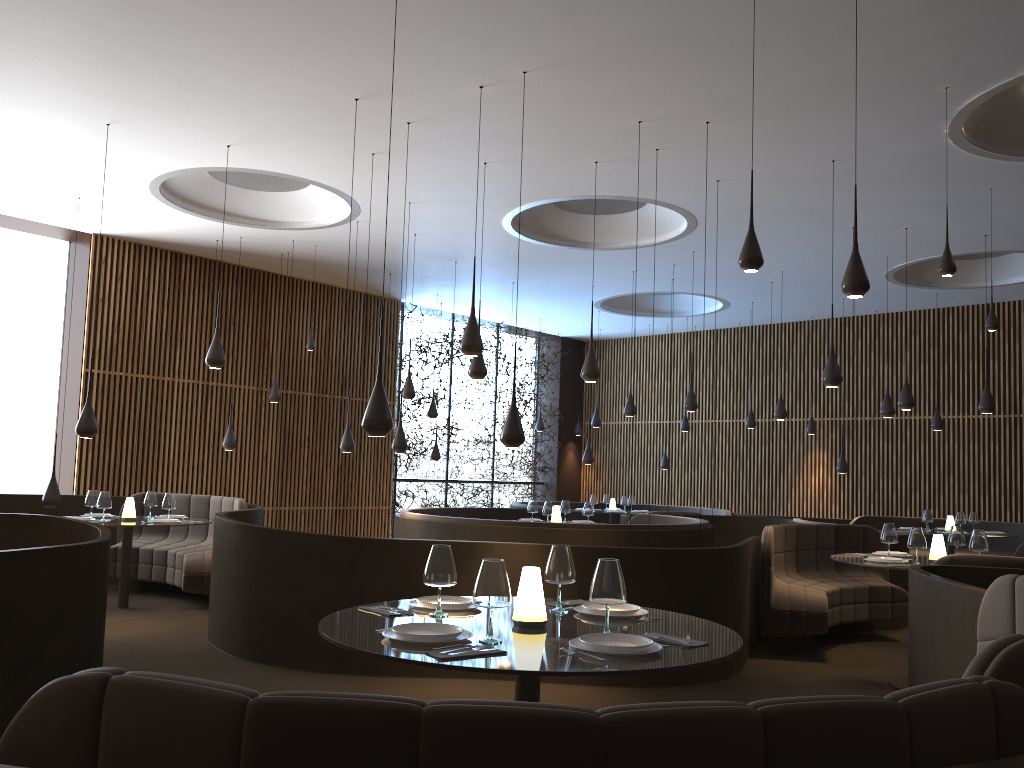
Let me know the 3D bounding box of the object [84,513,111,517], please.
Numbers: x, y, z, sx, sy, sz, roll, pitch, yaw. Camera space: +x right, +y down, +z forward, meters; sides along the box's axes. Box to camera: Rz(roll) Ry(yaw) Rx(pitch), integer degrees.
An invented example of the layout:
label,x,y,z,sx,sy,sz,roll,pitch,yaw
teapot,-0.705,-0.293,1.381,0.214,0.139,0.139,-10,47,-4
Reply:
label,x,y,z,sx,sy,sz,roll,pitch,yaw
object,-4.450,1.412,9.525,0.263,0.029,0.264,1,-6,10

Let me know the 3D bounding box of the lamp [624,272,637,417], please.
label,x,y,z,sx,sy,sz,roll,pitch,yaw
lamp,1.823,-0.612,13.504,0.196,2.219,0.196,3,-4,-13

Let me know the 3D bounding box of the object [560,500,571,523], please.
label,x,y,z,sx,sy,sz,roll,pitch,yaw
object,0.697,1.673,11.632,0.142,0.295,0.142,4,-5,-27

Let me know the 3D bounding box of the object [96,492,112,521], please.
label,x,y,z,sx,sy,sz,roll,pitch,yaw
object,-4.112,1.236,8.936,0.142,0.295,0.142,-2,-6,39

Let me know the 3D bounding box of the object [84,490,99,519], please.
label,x,y,z,sx,sy,sz,roll,pitch,yaw
object,-4.409,1.263,9.305,0.142,0.295,0.142,1,-5,15

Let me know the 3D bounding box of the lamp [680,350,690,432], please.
label,x,y,z,sx,sy,sz,roll,pitch,yaw
lamp,3.381,-0.184,17.209,0.196,2.219,0.196,0,-5,27

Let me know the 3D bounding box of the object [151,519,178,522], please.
label,x,y,z,sx,sy,sz,roll,pitch,yaw
object,-3.534,1.391,9.019,0.263,0.029,0.264,0,-6,19

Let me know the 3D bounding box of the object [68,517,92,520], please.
label,x,y,z,sx,sy,sz,roll,pitch,yaw
object,-4.337,1.347,8.853,0.263,0.029,0.263,8,-8,-44

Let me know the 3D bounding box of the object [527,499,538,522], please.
label,x,y,z,sx,sy,sz,roll,pitch,yaw
object,0.265,1.639,11.439,0.142,0.295,0.142,1,-5,9

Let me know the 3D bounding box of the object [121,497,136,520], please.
label,x,y,z,sx,sy,sz,roll,pitch,yaw
object,-4.001,1.304,9.271,0.142,0.232,0.145,4,-5,-27

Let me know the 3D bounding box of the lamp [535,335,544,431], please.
label,x,y,z,sx,sy,sz,roll,pitch,yaw
lamp,0.625,-0.101,18.932,0.196,2.219,0.196,4,-5,-23

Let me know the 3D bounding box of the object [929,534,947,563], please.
label,x,y,z,sx,sy,sz,roll,pitch,yaw
object,3.519,1.358,7.321,0.144,0.232,0.142,1,-5,16

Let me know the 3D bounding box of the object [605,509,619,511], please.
label,x,y,z,sx,sy,sz,roll,pitch,yaw
object,1.910,2.371,16.709,0.332,0.014,0.332,-3,-8,40

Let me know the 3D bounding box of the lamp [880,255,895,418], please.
label,x,y,z,sx,sy,sz,roll,pitch,yaw
lamp,5.109,-0.653,12.057,0.196,2.219,0.196,3,-4,-13

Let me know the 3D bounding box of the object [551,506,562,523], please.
label,x,y,z,sx,sy,sz,roll,pitch,yaw
object,0.563,1.660,11.243,0.144,0.232,0.142,5,-6,-32

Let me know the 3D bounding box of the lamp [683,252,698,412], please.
label,x,y,z,sx,sy,sz,roll,pitch,yaw
lamp,2.481,-0.726,12.206,0.196,2.219,0.196,3,-4,-13

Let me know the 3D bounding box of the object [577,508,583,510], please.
label,x,y,z,sx,sy,sz,roll,pitch,yaw
object,1.308,2.284,16.156,0.263,0.029,0.263,3,-6,-12

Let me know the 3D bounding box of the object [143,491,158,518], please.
label,x,y,z,sx,sy,sz,roll,pitch,yaw
object,-3.950,1.318,9.687,0.142,0.295,0.142,1,-5,10

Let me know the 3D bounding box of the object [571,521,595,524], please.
label,x,y,z,sx,sy,sz,roll,pitch,yaw
object,0.924,1.815,11.599,0.332,0.014,0.332,5,-7,-30

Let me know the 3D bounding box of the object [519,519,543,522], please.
label,x,y,z,sx,sy,sz,roll,pitch,yaw
object,0.244,1.798,11.661,0.332,0.014,0.332,7,-8,-39

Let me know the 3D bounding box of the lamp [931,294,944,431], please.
label,x,y,z,sx,sy,sz,roll,pitch,yaw
lamp,6.880,-0.359,14.348,0.196,2.219,0.196,1,-5,17

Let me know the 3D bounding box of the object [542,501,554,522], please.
label,x,y,z,sx,sy,sz,roll,pitch,yaw
object,0.442,1.584,10.846,0.142,0.295,0.142,2,-5,3

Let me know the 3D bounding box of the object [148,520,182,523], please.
label,x,y,z,sx,sy,sz,roll,pitch,yaw
object,-3.534,1.401,9.018,0.332,0.014,0.332,1,-6,13

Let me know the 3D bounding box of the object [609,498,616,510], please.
label,x,y,z,sx,sy,sz,roll,pitch,yaw
object,1.841,2.209,16.194,0.142,0.232,0.145,0,-5,22

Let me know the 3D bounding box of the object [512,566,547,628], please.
label,x,y,z,sx,sy,sz,roll,pitch,yaw
object,0.075,0.861,3.597,0.142,0.232,0.145,0,-5,20

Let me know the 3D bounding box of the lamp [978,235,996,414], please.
label,x,y,z,sx,sy,sz,roll,pitch,yaw
lamp,5.855,-0.742,10.942,0.196,2.219,0.196,-1,-5,37

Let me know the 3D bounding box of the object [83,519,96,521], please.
label,x,y,z,sx,sy,sz,roll,pitch,yaw
object,-4.337,1.357,8.852,0.332,0.014,0.332,0,-6,20

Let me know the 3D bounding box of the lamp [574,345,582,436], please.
label,x,y,z,sx,sy,sz,roll,pitch,yaw
lamp,1.542,0.065,20.256,0.196,2.219,0.196,4,-5,-23

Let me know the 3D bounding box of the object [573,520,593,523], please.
label,x,y,z,sx,sy,sz,roll,pitch,yaw
object,0.925,1.805,11.600,0.263,0.029,0.263,-2,-7,37

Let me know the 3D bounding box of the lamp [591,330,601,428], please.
label,x,y,z,sx,sy,sz,roll,pitch,yaw
lamp,1.624,-0.284,16.815,0.196,2.219,0.196,0,-5,27

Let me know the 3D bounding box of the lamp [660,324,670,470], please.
label,x,y,z,sx,sy,sz,roll,pitch,yaw
lamp,3.135,0.257,18.005,0.196,2.955,0.196,0,-5,27

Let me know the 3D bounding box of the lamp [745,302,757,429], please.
label,x,y,z,sx,sy,sz,roll,pitch,yaw
lamp,4.200,-0.328,15.533,0.196,2.219,0.196,0,-5,27

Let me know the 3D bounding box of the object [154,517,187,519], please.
label,x,y,z,sx,sy,sz,roll,pitch,yaw
object,-3.725,1.469,9.732,0.411,0.012,0.205,-1,-7,29

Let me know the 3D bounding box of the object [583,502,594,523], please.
label,x,y,z,sx,sy,sz,roll,pitch,yaw
object,0.954,1.627,11.092,0.142,0.295,0.142,1,-5,13

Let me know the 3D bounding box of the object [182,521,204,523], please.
label,x,y,z,sx,sy,sz,roll,pitch,yaw
object,-3.348,1.438,9.254,0.262,0.017,0.127,-2,-7,35

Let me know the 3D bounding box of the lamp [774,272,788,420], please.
label,x,y,z,sx,sy,sz,roll,pitch,yaw
lamp,4.011,-0.574,13.196,0.196,2.219,0.196,3,-4,-13

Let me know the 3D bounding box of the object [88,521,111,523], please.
label,x,y,z,sx,sy,sz,roll,pitch,yaw
object,-4.082,1.356,8.689,0.126,0.017,0.262,-1,-7,29

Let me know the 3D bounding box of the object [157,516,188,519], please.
label,x,y,z,sx,sy,sz,roll,pitch,yaw
object,-3.729,1.468,9.734,0.332,0.014,0.332,-2,-7,33

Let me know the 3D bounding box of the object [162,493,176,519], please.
label,x,y,z,sx,sy,sz,roll,pitch,yaw
object,-3.581,1.286,9.255,0.142,0.295,0.142,-3,-7,45

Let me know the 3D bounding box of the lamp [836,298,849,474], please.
label,x,y,z,sx,sy,sz,roll,pitch,yaw
lamp,5.568,0.023,14.924,0.196,2.955,0.196,0,-5,27

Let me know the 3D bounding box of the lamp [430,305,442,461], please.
label,x,y,z,sx,sy,sz,roll,pitch,yaw
lamp,-1.366,-0.049,16.504,0.196,2.955,0.196,3,-4,-13

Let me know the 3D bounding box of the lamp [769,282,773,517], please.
label,x,y,z,sx,sy,sz,roll,pitch,yaw
lamp,3.997,1.516,13.749,0.196,6.264,0.196,5,-5,-33

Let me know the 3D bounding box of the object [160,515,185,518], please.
label,x,y,z,sx,sy,sz,roll,pitch,yaw
object,-3.729,1.458,9.735,0.263,0.029,0.264,1,-6,8

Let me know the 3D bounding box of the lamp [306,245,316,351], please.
label,x,y,z,sx,sy,sz,roll,pitch,yaw
lamp,-2.827,-1.225,12.596,0.133,1.506,0.133,-1,-5,37

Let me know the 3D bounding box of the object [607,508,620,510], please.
label,x,y,z,sx,sy,sz,roll,pitch,yaw
object,1.910,2.361,16.710,0.263,0.029,0.263,-2,-7,34

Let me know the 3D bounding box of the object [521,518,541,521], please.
label,x,y,z,sx,sy,sz,roll,pitch,yaw
object,0.245,1.789,11.661,0.263,0.029,0.264,1,-6,8

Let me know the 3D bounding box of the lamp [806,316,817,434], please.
label,x,y,z,sx,sy,sz,roll,pitch,yaw
lamp,5.632,-0.166,16.646,0.196,2.219,0.196,0,-5,27

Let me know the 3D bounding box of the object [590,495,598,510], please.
label,x,y,z,sx,sy,sz,roll,pitch,yaw
object,1.473,2.146,15.997,0.142,0.295,0.142,-1,-6,36

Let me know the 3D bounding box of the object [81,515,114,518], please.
label,x,y,z,sx,sy,sz,roll,pitch,yaw
object,-4.450,1.422,9.524,0.332,0.014,0.332,6,-7,-32

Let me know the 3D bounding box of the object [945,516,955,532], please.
label,x,y,z,sx,sy,sz,roll,pitch,yaw
object,6.237,1.991,12.615,0.142,0.232,0.145,-1,-6,34

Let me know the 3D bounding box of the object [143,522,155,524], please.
label,x,y,z,sx,sy,sz,roll,pitch,yaw
object,-3.536,1.402,9.014,0.204,0.012,0.411,-2,-7,30

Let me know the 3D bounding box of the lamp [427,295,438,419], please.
label,x,y,z,sx,sy,sz,roll,pitch,yaw
lamp,-1.370,-0.491,15.776,0.196,2.219,0.196,3,-4,-13

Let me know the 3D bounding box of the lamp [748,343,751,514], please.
label,x,y,z,sx,sy,sz,roll,pitch,yaw
lamp,4.307,1.769,16.124,0.196,6.264,0.196,5,-5,-33

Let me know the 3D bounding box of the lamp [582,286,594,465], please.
label,x,y,z,sx,sy,sz,roll,pitch,yaw
lamp,1.294,-0.153,14.609,0.196,2.955,0.196,-1,-5,37
